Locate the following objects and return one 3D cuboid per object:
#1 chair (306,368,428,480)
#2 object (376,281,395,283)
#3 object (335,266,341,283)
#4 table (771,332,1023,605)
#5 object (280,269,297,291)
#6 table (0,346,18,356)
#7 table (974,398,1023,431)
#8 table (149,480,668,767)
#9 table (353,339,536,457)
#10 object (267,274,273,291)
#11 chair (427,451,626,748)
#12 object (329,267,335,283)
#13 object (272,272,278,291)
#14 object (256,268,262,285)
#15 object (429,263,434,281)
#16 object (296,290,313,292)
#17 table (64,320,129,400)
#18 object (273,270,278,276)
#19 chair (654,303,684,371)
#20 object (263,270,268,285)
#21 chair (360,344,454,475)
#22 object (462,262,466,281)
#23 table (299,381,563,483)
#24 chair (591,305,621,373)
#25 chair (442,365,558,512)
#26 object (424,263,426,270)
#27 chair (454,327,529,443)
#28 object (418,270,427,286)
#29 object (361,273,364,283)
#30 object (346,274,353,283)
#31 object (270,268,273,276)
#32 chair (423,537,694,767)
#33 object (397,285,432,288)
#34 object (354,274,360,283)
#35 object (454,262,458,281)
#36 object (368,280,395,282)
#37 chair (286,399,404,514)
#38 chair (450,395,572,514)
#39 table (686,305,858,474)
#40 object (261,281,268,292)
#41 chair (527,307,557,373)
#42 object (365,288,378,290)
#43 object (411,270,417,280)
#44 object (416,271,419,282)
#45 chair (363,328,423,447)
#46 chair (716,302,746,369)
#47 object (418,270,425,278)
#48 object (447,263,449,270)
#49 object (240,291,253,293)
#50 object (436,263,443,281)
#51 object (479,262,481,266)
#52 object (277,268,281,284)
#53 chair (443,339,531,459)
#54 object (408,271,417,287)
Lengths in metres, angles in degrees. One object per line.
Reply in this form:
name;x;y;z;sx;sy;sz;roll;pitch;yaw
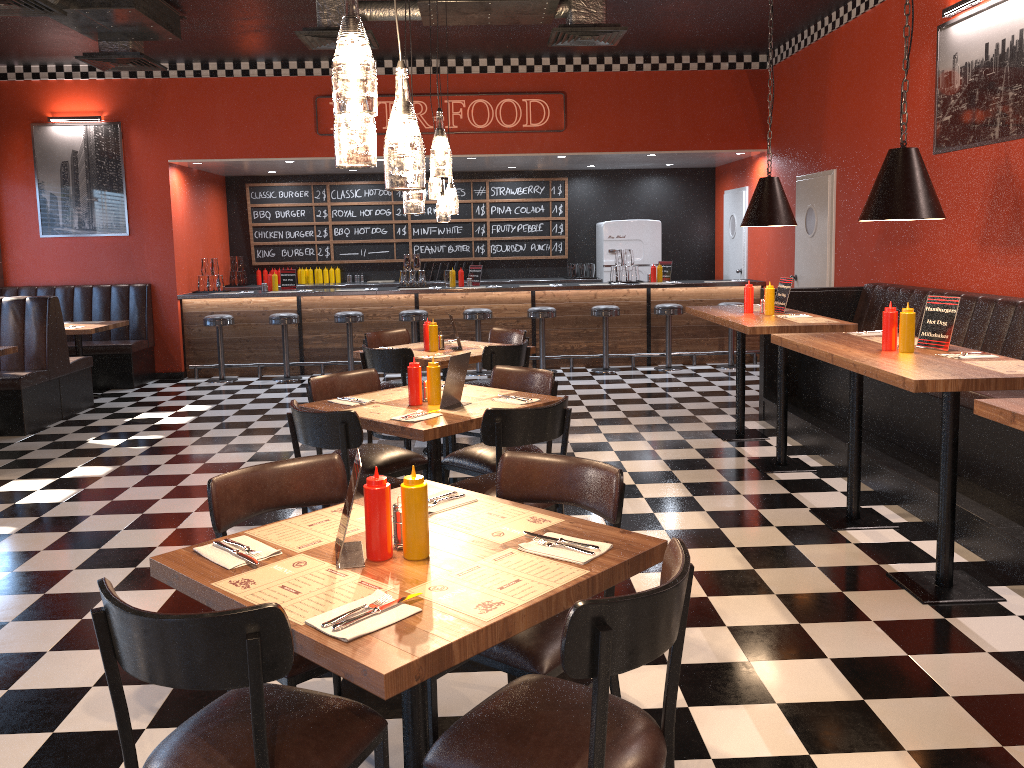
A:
chair;-0.791;0.383;4.786;0.545;0.863;0.488;5;10;40
object;-1.879;-1.465;12.725;0.365;0.001;0.262;-1;9;3
object;-2.503;-1.572;12.743;0.068;0.236;0.068;-1;7;0
table;1.884;0.332;4.342;0.696;0.994;1.702;-1;9;-2
object;-2.780;-1.292;11.012;0.188;0.255;0.073;-3;7;-12
table;-4.954;0.165;6.950;1.692;0.770;0.962;-2;8;-2
table;1.964;0.673;2.248;0.696;0.994;1.702;-1;9;-2
table;-0.256;0.814;2.367;0.962;0.770;0.960;6;11;42
table;-0.492;0.121;6.635;0.959;0.770;0.963;6;11;42
object;-2.986;-1.267;10.946;0.068;0.236;0.068;-1;7;0
chair;0.065;0.695;2.767;0.487;0.863;0.547;4;9;38
object;-2.588;-1.569;12.739;0.068;0.236;0.068;-1;7;0
object;-2.909;-1.258;10.878;0.068;0.236;0.068;-1;7;0
object;-3.620;-1.536;12.672;0.068;0.236;0.068;-4;8;-25
object;-1.159;-1.611;12.747;0.072;0.255;0.189;-2;8;-7
object;-2.514;-1.133;10.742;0.157;0.019;0.256;-1;9;4
table;-5.044;-0.219;9.306;1.692;0.770;0.962;-2;8;-2
object;-3.378;-1.537;12.643;0.068;0.236;0.068;-4;8;-25
chair;1.859;-0.564;10.516;0.348;0.770;0.350;-1;7;3
object;-3.528;-1.540;12.680;0.068;0.236;0.068;1;7;14
chair;-0.758;0.144;6.245;0.487;0.863;0.547;4;9;37
object;-0.711;-1.623;12.763;0.072;0.255;0.189;-1;8;3
table;-0.396;0.470;4.490;0.962;0.770;0.960;6;11;42
chair;1.108;-0.544;10.489;0.348;0.770;0.350;-1;7;-2
chair;-0.040;0.364;4.806;0.546;0.863;0.487;-8;10;-44
object;-1.270;-1.607;12.741;0.073;0.258;0.193;-1;8;1
chair;-0.150;0.010;6.980;0.546;0.863;0.488;-6;9;-35
object;-1.115;-1.305;11.009;0.105;0.208;0.106;6;10;43
object;-2.151;-1.524;12.724;0.047;0.135;0.094;-2;8;-7
object;-2.341;-1.524;12.750;0.094;0.135;0.047;4;9;33
object;-3.433;-1.549;12.725;0.068;0.236;0.068;-1;7;0
chair;0.138;0.809;2.061;0.545;0.863;0.488;4;9;35
object;-1.222;-1.217;11.084;0.437;0.018;0.274;-2;9;-2
object;-2.229;-1.528;12.762;0.047;0.135;0.094;5;10;43
object;-0.823;-1.620;12.759;0.072;0.255;0.189;0;8;8
object;-1.879;-1.478;12.724;0.365;0.001;0.262;-1;9;-1
chair;-0.719;0.497;4.079;0.487;0.863;0.546;6;10;43
chair;-0.017;0.485;4.062;0.487;0.863;0.546;-7;9;-38
table;1.803;-0.011;6.446;0.696;0.994;1.702;-1;9;-2
object;-3.029;-1.196;10.834;0.094;0.135;0.047;4;9;33
chair;0.357;-0.523;10.463;0.349;0.770;0.349;5;10;43
object;-1.715;-1.159;10.793;0.157;0.019;0.256;-2;9;-6
object;-1.249;-1.320;11.121;0.105;0.208;0.106;6;10;43
object;-1.363;-1.606;12.743;0.070;0.256;0.190;-1;8;5
chair;-0.874;0.013;7.056;0.545;0.863;0.488;5;9;37
chair;2.610;-0.584;10.542;0.349;0.770;0.349;5;10;43
object;-1.130;-1.323;11.125;0.105;0.208;0.106;6;10;43
object;-0.936;-1.617;12.754;0.070;0.257;0.190;-1;8;1
object;-3.206;-1.112;10.703;0.157;0.019;0.256;-2;9;-6
object;-1.047;-1.614;12.751;0.072;0.255;0.189;-1;8;3
object;-0.487;-1.629;12.771;0.072;0.255;0.189;-1;8;3
object;-3.337;-1.551;12.725;0.068;0.236;0.068;-1;7;0
chair;-0.153;0.125;6.280;0.545;0.863;0.488;5;9;38
object;-1.237;-1.302;11.013;0.105;0.208;0.106;6;10;43
